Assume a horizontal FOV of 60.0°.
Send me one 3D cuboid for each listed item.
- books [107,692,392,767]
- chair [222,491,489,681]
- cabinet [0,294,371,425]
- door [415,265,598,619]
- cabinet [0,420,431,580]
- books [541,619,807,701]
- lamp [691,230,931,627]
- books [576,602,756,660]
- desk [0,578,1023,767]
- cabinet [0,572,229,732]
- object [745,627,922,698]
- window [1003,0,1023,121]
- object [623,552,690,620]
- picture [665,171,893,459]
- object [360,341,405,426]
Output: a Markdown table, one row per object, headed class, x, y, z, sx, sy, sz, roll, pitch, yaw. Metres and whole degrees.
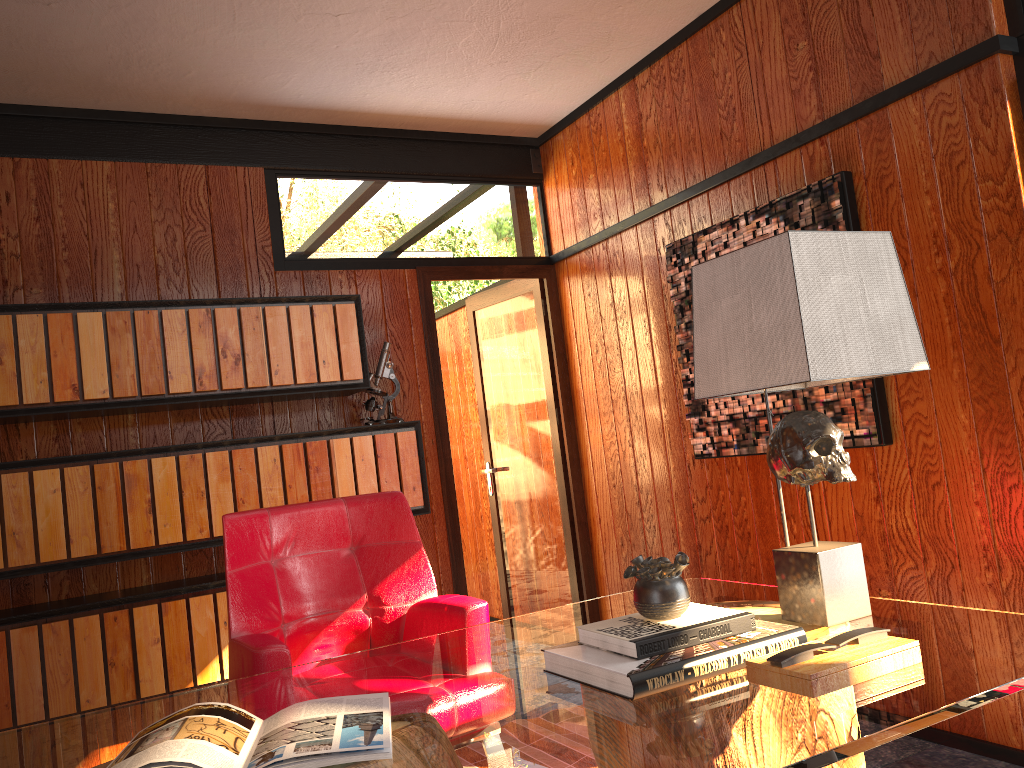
| class | x | y | z | sx | sy | sz | roll | pitch | yaw |
| --- | --- | --- | --- | --- | --- | --- | --- | --- | --- |
| books | -0.398 | 0.532 | 1.347 | 0.422 | 0.049 | 0.300 | -6 | -4 | -9 |
| chair | -0.443 | 0.799 | 2.426 | 0.621 | 0.956 | 0.839 | -5 | -5 | -28 |
| cabinet | -1.393 | -0.098 | 3.374 | 1.653 | 0.390 | 0.321 | -5 | -5 | -28 |
| door | -0.162 | 0.441 | 4.531 | 0.751 | 1.955 | 0.734 | -5 | -5 | -28 |
| cabinet | -1.152 | 0.423 | 3.428 | 1.653 | 0.390 | 0.321 | -5 | -5 | -28 |
| books | 0.281 | 0.469 | 1.564 | 0.366 | 0.040 | 0.286 | -5 | -5 | -28 |
| lamp | 0.596 | 0.093 | 1.745 | 0.316 | 0.732 | 0.316 | -5 | -5 | -28 |
| books | 0.272 | 0.436 | 1.583 | 0.249 | 0.029 | 0.198 | -5 | -5 | -26 |
| desk | -0.044 | 0.839 | 1.442 | 1.900 | 0.632 | 1.150 | -5 | -5 | -28 |
| cabinet | -1.264 | 0.947 | 3.298 | 1.653 | 0.390 | 0.321 | -5 | -5 | -28 |
| object | 0.499 | 0.424 | 1.381 | 0.238 | 0.049 | 0.135 | -5 | -5 | -28 |
| window | 1.988 | -0.394 | 1.391 | 0.085 | 2.580 | 2.260 | -5 | -5 | -28 |
| object | 0.265 | 0.367 | 1.605 | 0.121 | 0.114 | 0.118 | -4 | -5 | -34 |
| picture | 0.890 | -0.186 | 3.163 | 0.061 | 0.873 | 0.916 | -5 | -5 | -28 |
| object | -0.564 | -0.002 | 3.747 | 0.181 | 0.354 | 0.142 | -8 | -4 | 8 |
